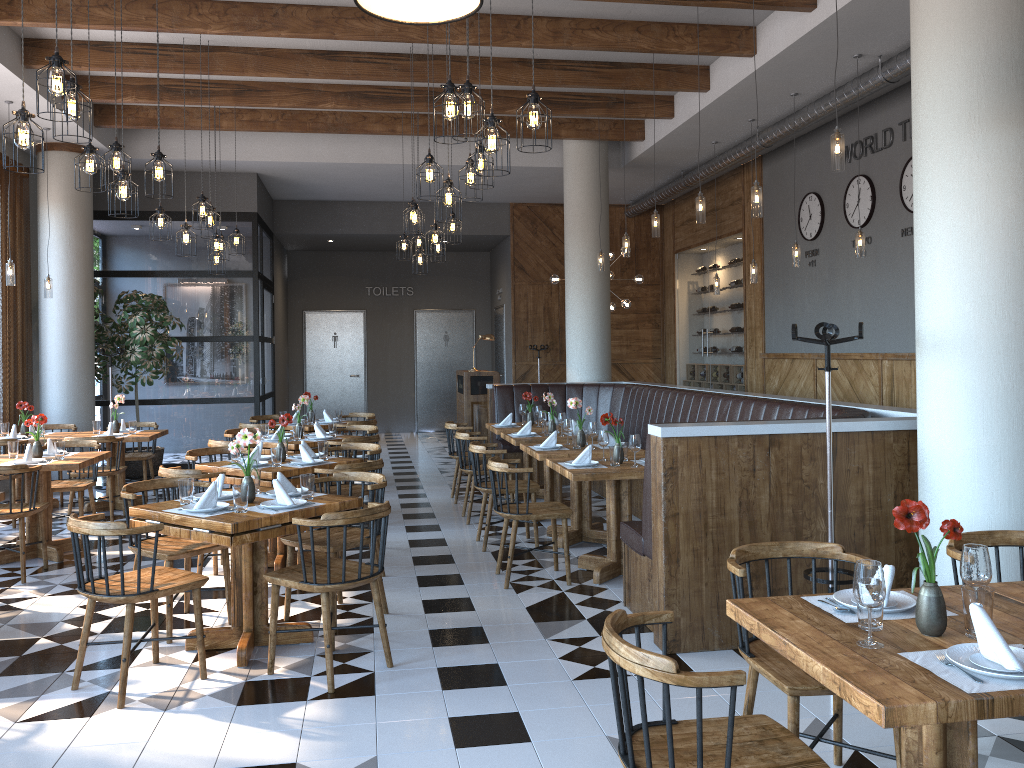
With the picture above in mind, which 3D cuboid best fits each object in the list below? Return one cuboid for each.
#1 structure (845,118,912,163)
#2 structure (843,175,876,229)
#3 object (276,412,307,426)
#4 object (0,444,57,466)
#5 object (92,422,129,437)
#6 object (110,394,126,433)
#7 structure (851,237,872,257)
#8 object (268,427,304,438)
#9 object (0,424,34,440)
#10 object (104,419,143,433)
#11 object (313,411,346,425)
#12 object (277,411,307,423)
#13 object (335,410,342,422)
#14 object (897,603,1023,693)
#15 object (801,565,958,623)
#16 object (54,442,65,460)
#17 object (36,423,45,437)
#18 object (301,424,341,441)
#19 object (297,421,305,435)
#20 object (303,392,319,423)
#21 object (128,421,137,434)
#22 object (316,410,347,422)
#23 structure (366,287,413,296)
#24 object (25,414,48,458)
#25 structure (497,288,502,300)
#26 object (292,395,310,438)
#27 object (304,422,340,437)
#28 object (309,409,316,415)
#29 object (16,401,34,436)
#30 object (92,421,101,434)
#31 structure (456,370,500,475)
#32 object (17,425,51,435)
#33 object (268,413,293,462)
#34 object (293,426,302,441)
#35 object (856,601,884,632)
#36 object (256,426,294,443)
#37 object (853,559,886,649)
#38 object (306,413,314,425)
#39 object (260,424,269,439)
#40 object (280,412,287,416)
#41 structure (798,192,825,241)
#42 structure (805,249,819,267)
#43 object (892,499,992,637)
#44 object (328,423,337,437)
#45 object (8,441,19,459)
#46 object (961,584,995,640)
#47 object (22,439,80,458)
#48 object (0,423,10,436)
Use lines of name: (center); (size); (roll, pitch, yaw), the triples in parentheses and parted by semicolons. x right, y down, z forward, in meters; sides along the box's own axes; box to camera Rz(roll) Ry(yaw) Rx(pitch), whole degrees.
structure: (3.814, -2.432, 8.350); (0.033, 0.199, 2.730); (-1, 2, -9)
structure: (3.655, -1.918, 9.325); (0.046, 0.560, 0.561); (-1, 1, -9)
object: (-2.456, 0.384, 9.955); (0.352, 0.137, 0.272); (0, 2, 36)
object: (-3.624, 0.521, 6.625); (0.352, 0.137, 0.272); (-1, 2, -9)
object: (-3.975, 0.449, 8.758); (0.352, 0.137, 0.272); (-1, 2, -9)
object: (-4.015, 0.308, 9.031); (0.146, 0.400, 0.206); (-1, 0, -17)
structure: (3.676, -1.430, 9.311); (0.021, 0.200, 0.369); (-1, 1, -9)
object: (-2.215, 0.434, 8.468); (0.272, 0.137, 0.352); (0, 2, 36)
object: (-4.852, 0.467, 8.613); (0.352, 0.137, 0.272); (-1, 2, -9)
object: (-4.068, 0.431, 9.283); (0.352, 0.137, 0.272); (-1, 2, -9)
object: (-2.083, 0.376, 10.019); (0.272, 0.137, 0.352); (0, 2, 36)
object: (-2.524, 0.372, 10.326); (0.272, 0.137, 0.352); (0, 2, 36)
object: (-2.001, 0.370, 10.230); (0.080, 0.132, 0.080); (-1, 0, 16)
object: (1.170, 0.615, 2.142); (0.352, 0.137, 0.272); (-1, 2, -9)
object: (1.094, 0.597, 2.662); (0.352, 0.137, 0.272); (-1, 2, -9)
object: (-3.488, 0.514, 6.833); (0.080, 0.132, 0.080); (-1, 0, -24)
object: (-4.697, 0.459, 8.833); (0.080, 0.132, 0.080); (-1, 0, 6)
object: (-1.773, 0.439, 8.161); (0.272, 0.137, 0.352); (0, 2, 36)
object: (-2.052, 0.429, 8.613); (0.080, 0.132, 0.080); (-1, 0, 6)
object: (-2.328, 0.264, 10.199); (0.171, 0.355, 0.156); (-1, 0, 38)
object: (-3.841, 0.442, 8.974); (0.080, 0.132, 0.080); (-1, 0, -24)
object: (-2.150, 0.364, 10.391); (0.352, 0.137, 0.272); (0, 2, 36)
structure: (-2.373, -1.798, 17.186); (0.916, 0.166, 0.035); (-1, 0, -9)
object: (-3.669, 0.405, 6.834); (0.156, 0.355, 0.171); (-1, 0, -30)
structure: (-0.227, -1.647, 16.284); (0.025, 0.197, 0.565); (-1, 2, -9)
object: (-1.975, 0.305, 8.308); (0.146, 0.400, 0.206); (-1, 0, 2)
object: (-1.841, 0.427, 8.533); (0.352, 0.137, 0.272); (0, 2, 36)
object: (-2.358, 0.367, 10.471); (0.080, 0.132, 0.080); (-1, 0, 16)
object: (-4.898, 0.347, 8.913); (0.156, 0.355, 0.171); (-1, 0, -33)
object: (-4.261, 0.444, 9.087); (0.080, 0.132, 0.080); (-1, 0, -24)
structure: (-0.383, 0.473, 11.737); (0.645, 1.300, 1.045); (-1, 1, -9)
object: (-4.944, 0.449, 9.138); (0.352, 0.137, 0.272); (-1, 2, -9)
object: (-1.671, 0.391, 6.445); (0.156, 0.355, 0.171); (-1, 0, -44)
object: (-1.941, 0.450, 8.006); (0.080, 0.132, 0.080); (-1, 0, 6)
object: (0.988, 0.609, 2.445); (0.080, 0.132, 0.080); (-1, 0, 21)
object: (-2.147, 0.447, 8.097); (0.352, 0.137, 0.272); (0, 2, 36)
object: (0.934, 0.573, 2.315); (0.081, 0.215, 0.081); (-1, 0, 44)
object: (-2.247, 0.387, 9.864); (0.080, 0.132, 0.080); (-1, 0, 6)
object: (-2.304, 0.446, 8.258); (0.080, 0.132, 0.080); (-1, 0, 6)
object: (-2.610, 0.383, 10.116); (0.080, 0.132, 0.080); (-1, 0, -34)
structure: (3.488, -1.952, 10.333); (0.046, 0.560, 0.561); (-1, 1, -9)
structure: (3.506, -1.465, 10.343); (0.021, 0.197, 0.306); (-1, 1, -9)
object: (1.197, 0.495, 2.437); (0.295, 0.355, 0.166); (-1, 0, -4)
object: (-1.695, 0.433, 8.372); (0.080, 0.132, 0.080); (-1, 0, 6)
object: (-3.909, 0.516, 6.945); (0.080, 0.132, 0.080); (-1, 0, -24)
object: (1.241, 0.609, 2.359); (0.080, 0.132, 0.080); (-1, 0, 26)
object: (-3.716, 0.503, 7.150); (0.352, 0.137, 0.272); (-1, 2, -9)
object: (-5.118, 0.461, 8.945); (0.080, 0.132, 0.080); (-1, 0, 6)
